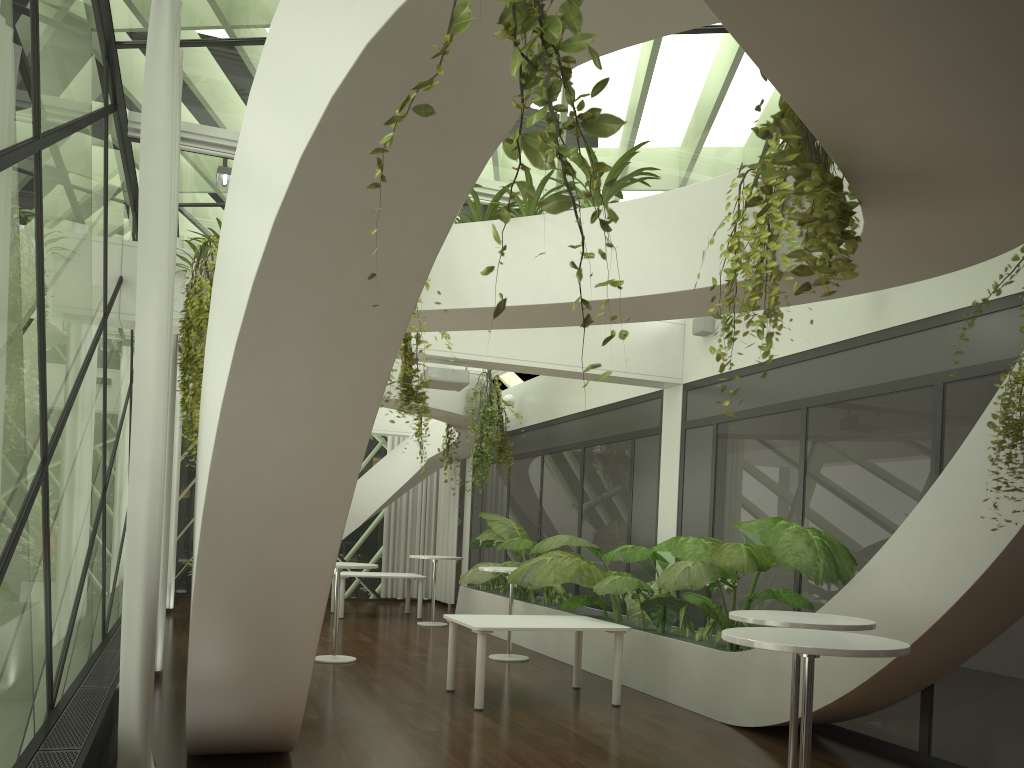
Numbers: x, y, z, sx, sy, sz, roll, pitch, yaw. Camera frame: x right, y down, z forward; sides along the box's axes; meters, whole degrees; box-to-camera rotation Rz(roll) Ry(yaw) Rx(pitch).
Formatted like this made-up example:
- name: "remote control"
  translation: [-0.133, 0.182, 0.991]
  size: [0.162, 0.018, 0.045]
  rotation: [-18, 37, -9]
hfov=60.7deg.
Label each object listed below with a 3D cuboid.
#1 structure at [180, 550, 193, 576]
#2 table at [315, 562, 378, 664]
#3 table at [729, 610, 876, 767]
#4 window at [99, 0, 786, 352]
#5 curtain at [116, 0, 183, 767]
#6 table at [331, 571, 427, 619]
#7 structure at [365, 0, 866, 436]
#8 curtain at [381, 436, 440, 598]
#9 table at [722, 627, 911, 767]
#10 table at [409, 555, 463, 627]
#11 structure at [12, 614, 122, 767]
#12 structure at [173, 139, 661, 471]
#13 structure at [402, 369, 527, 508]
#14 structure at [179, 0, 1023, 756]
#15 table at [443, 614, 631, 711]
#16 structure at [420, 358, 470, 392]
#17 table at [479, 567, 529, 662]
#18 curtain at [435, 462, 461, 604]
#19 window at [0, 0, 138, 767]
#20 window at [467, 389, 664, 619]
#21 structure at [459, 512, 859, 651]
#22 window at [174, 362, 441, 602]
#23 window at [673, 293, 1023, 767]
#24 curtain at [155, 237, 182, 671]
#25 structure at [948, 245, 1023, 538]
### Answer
- name: "structure"
  translation: [-4.422, 2.416, 14.287]
  size: [2.030, 1.659, 4.831]
  rotation: [1, -9, 12]
- name: "table"
  translation: [-1.975, 2.584, 9.922]
  size: [0.854, 1.092, 0.864]
  rotation: [2, -4, 15]
- name: "table"
  translation: [1.750, 1.978, 5.374]
  size: [0.861, 1.092, 0.858]
  rotation: [5, -5, -35]
- name: "window"
  translation: [-1.142, -1.457, 9.777]
  size: [5.709, 0.055, 16.855]
  rotation: [6, -10, -19]
- name: "curtain"
  translation: [-1.930, 0.164, 4.700]
  size: [0.210, 4.166, 1.087]
  rotation: [3, -1, -20]
- name: "table"
  translation: [-2.322, 3.618, 15.010]
  size: [1.506, 0.715, 1.075]
  rotation: [5, -7, -20]
- name: "structure"
  translation: [0.670, -0.620, 3.107]
  size: [1.228, 1.847, 3.244]
  rotation: [0, -7, 35]
- name: "curtain"
  translation: [-2.027, 2.384, 18.095]
  size: [1.234, 4.077, 0.160]
  rotation: [3, 0, -21]
- name: "table"
  translation: [1.426, 1.767, 4.213]
  size: [0.861, 1.092, 0.858]
  rotation: [5, -5, -35]
- name: "table"
  translation: [-1.236, 3.310, 14.012]
  size: [0.854, 1.092, 0.864]
  rotation: [2, -4, 15]
- name: "structure"
  translation: [-4.078, 2.712, 9.475]
  size: [0.259, 0.500, 15.257]
  rotation: [3, -9, -20]
- name: "structure"
  translation: [-1.017, -0.318, 6.802]
  size: [4.626, 2.307, 1.457]
  rotation: [-3, -5, 33]
- name: "structure"
  translation: [-0.712, 0.770, 12.724]
  size: [1.435, 2.065, 1.650]
  rotation: [0, -5, 35]
- name: "structure"
  translation: [0.266, 0.794, 5.348]
  size: [5.932, 4.192, 24.590]
  rotation: [4, -9, -14]
- name: "table"
  translation: [0.197, 2.571, 8.165]
  size: [1.506, 0.715, 1.075]
  rotation: [5, -7, -20]
- name: "structure"
  translation: [-0.688, -0.095, 8.912]
  size: [0.464, 0.275, 0.390]
  rotation: [5, -7, -20]
- name: "table"
  translation: [0.001, 2.795, 10.651]
  size: [0.854, 1.092, 0.864]
  rotation: [2, -4, 15]
- name: "curtain"
  translation: [-1.259, 2.321, 17.523]
  size: [0.160, 4.077, 0.999]
  rotation: [3, -1, -21]
- name: "window"
  translation: [-3.895, 0.546, 8.779]
  size: [0.084, 4.607, 16.887]
  rotation: [3, -8, -20]
- name: "window"
  translation: [0.458, 2.198, 13.362]
  size: [0.050, 3.220, 7.239]
  rotation: [3, -8, -20]
- name: "structure"
  translation: [0.479, 2.341, 10.206]
  size: [1.788, 1.704, 8.972]
  rotation: [4, -9, -20]
- name: "window"
  translation: [-4.093, 2.032, 17.581]
  size: [5.759, 4.630, 0.038]
  rotation: [5, -1, -20]
- name: "window"
  translation: [3.056, 1.117, 6.303]
  size: [0.050, 3.221, 7.149]
  rotation: [3, -8, -20]
- name: "curtain"
  translation: [-3.451, 0.728, 8.691]
  size: [0.160, 4.077, 1.045]
  rotation: [3, -1, -21]
- name: "structure"
  translation: [2.797, -0.270, 4.401]
  size: [0.615, 2.110, 1.069]
  rotation: [3, -2, -8]
